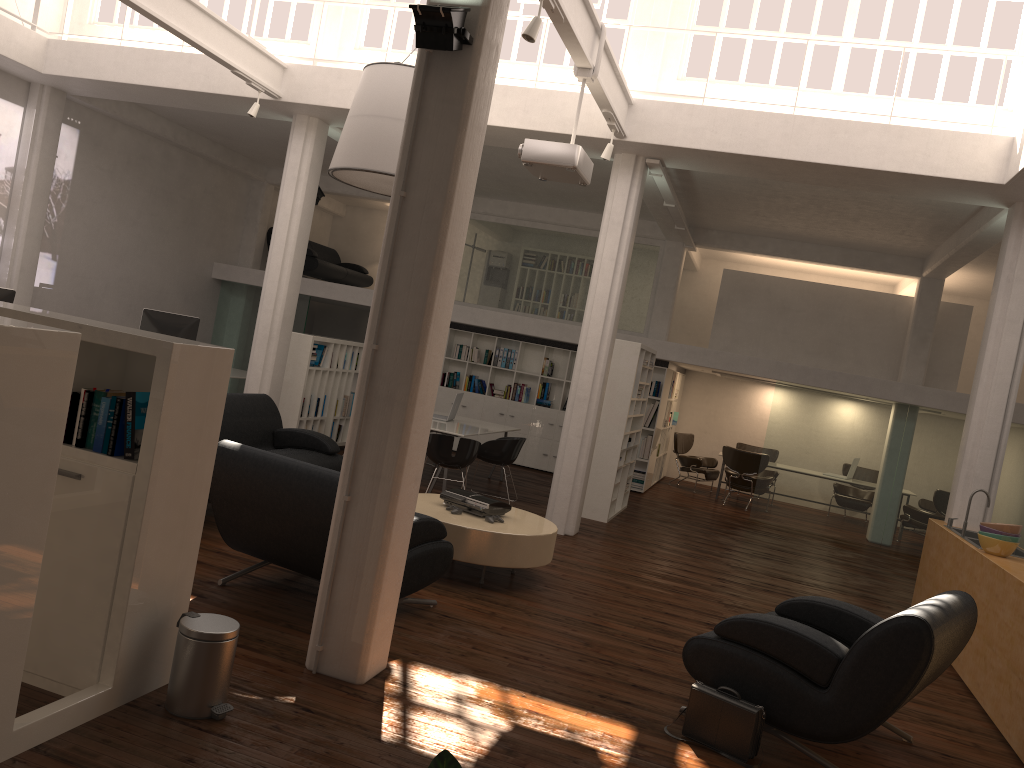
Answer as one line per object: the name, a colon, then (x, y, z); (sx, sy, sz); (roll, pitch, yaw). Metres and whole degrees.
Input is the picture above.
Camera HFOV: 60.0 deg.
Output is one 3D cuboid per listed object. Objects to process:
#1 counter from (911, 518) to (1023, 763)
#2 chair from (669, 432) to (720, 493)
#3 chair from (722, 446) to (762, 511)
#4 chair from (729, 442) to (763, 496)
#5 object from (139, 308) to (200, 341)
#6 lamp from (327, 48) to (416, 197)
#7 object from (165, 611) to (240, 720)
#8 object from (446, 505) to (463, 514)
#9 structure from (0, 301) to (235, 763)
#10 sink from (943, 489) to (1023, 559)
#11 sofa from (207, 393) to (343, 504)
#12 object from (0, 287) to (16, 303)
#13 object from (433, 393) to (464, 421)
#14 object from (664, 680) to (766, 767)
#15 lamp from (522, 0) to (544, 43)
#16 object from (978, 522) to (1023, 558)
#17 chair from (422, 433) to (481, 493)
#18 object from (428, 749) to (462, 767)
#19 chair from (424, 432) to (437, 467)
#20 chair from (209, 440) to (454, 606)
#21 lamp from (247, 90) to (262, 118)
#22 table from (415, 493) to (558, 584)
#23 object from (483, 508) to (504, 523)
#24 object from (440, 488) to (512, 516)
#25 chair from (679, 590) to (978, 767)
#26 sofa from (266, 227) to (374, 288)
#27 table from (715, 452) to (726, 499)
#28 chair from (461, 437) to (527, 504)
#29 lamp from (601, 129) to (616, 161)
counter: (4.388, 2.187, 7.459); (0.689, 1.141, 6.858); (11, 2, 16)
chair: (4.046, 1.738, 19.698); (0.991, 1.183, 0.994); (12, 2, 36)
chair: (4.774, 1.926, 18.103); (0.994, 1.183, 0.991); (12, 2, 31)
chair: (5.445, 1.996, 19.905); (0.994, 1.183, 0.991); (11, 2, 11)
object: (-5.626, -0.724, 14.482); (0.886, 0.888, 0.347); (10, 2, -29)
lamp: (-0.809, -4.120, 9.054); (1.386, 4.284, 1.386); (12, 2, 30)
object: (-1.646, 1.504, 4.749); (0.415, 0.465, 0.311); (11, 2, -1)
object: (-0.557, 1.214, 8.594); (0.119, 0.062, 0.193); (10, 2, -24)
structure: (-3.854, 0.401, 3.153); (3.131, 1.914, 4.752); (11, 2, 16)
sink: (5.052, 1.521, 9.330); (0.596, 0.774, 1.757); (11, 2, 16)
sofa: (-3.053, 0.755, 9.583); (1.467, 1.119, 3.087); (11, 2, 16)
object: (-6.537, -0.778, 10.717); (0.347, 0.888, 0.886); (12, 2, 36)
object: (-1.147, 0.328, 14.458); (0.557, 0.470, 0.702); (11, 2, 6)
object: (1.302, 2.082, 5.551); (0.618, 0.376, 0.271); (12, 2, 32)
lamp: (0.168, -2.855, 6.919); (0.136, 0.357, 0.117); (11, 2, 9)
object: (4.573, 1.449, 8.336); (0.299, 0.332, 0.331); (10, 2, -28)
chair: (-0.859, 1.155, 11.908); (0.795, 1.004, 0.757); (10, 2, -9)
object: (-0.259, 1.598, 2.515); (1.327, 0.936, 1.240); (9, 2, -35)
chair: (-1.739, 0.873, 15.609); (0.795, 1.004, 0.757); (9, 2, -39)
chair: (-1.409, 1.140, 7.024); (1.454, 1.130, 1.481); (12, 2, 27)
lamp: (-3.374, -3.670, 11.609); (0.136, 0.357, 0.117); (11, 2, 9)
table: (-0.393, 1.560, 8.835); (1.616, 0.570, 1.616); (11, 2, 9)
object: (-0.208, 1.263, 8.530); (0.231, 0.099, 0.193); (12, 2, 39)
object: (-0.363, 1.189, 8.868); (0.558, 0.163, 0.471); (12, 2, 36)
chair: (2.158, 1.843, 6.046); (1.481, 1.130, 1.454); (12, 2, 37)
sofa: (-4.715, -2.974, 22.036); (1.467, 1.119, 3.087); (11, 2, 16)
table: (6.221, 2.313, 18.572); (3.900, 0.947, 1.040); (11, 2, 16)
chair: (-0.252, 1.230, 13.182); (0.757, 1.004, 0.795); (11, 2, 11)
lamp: (1.126, -2.781, 10.334); (0.136, 0.357, 0.117); (11, 2, 22)
